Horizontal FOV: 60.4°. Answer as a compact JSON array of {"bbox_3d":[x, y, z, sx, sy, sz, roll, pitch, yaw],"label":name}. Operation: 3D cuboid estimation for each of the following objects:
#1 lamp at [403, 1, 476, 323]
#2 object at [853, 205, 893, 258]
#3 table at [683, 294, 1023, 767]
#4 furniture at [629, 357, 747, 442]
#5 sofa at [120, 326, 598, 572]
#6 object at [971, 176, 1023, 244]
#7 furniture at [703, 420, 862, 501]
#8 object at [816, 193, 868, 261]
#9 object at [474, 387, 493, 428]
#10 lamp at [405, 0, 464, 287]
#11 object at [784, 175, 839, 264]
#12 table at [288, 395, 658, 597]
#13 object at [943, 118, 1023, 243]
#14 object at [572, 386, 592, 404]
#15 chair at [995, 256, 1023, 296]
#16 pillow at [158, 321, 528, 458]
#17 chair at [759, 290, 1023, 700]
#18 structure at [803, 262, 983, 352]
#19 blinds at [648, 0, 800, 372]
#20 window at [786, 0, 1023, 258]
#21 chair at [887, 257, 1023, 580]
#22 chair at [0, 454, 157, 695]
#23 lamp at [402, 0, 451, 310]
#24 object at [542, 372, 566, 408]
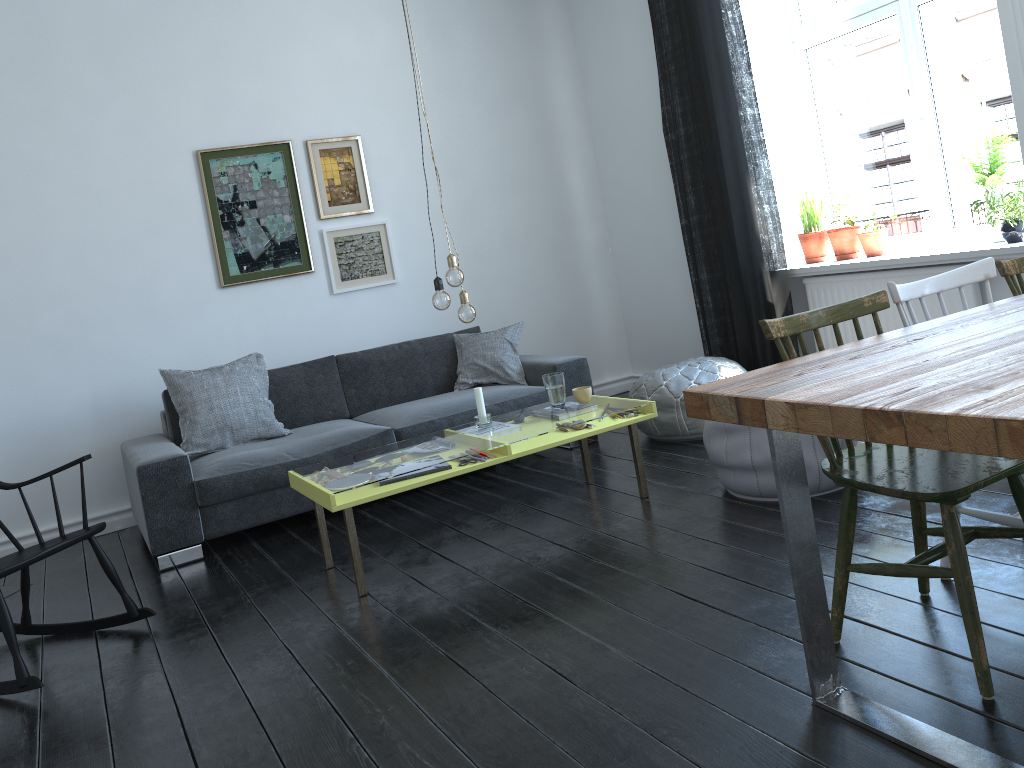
[{"bbox_3d":[-0.305,-0.981,3.563,0.074,1.492,0.089,-10,1,-3],"label":"lamp"},{"bbox_3d":[1.925,-0.817,4.677,0.193,0.277,0.179,-8,4,30],"label":"object"},{"bbox_3d":[1.651,0.146,2.087,2.249,0.713,1.016,-14,7,-27],"label":"table"},{"bbox_3d":[0.975,0.064,4.793,0.686,0.380,0.678,-13,7,-27],"label":"furniture"},{"bbox_3d":[-0.814,0.197,4.815,2.396,0.720,1.082,-14,7,-27],"label":"sofa"},{"bbox_3d":[2.232,-0.777,3.930,0.288,0.293,0.284,-12,5,-23],"label":"object"},{"bbox_3d":[1.104,0.218,3.580,0.617,0.418,0.612,-14,7,-33],"label":"furniture"},{"bbox_3d":[1.840,-0.876,4.864,0.236,0.368,0.258,-11,3,-15],"label":"object"},{"bbox_3d":[-0.133,0.096,3.772,0.074,0.173,0.075,-10,2,8],"label":"object"},{"bbox_3d":[-0.352,-1.124,3.522,0.074,1.492,0.075,-10,1,20],"label":"lamp"},{"bbox_3d":[1.738,-0.949,5.049,0.338,0.497,0.298,-13,4,-44],"label":"object"},{"bbox_3d":[-0.118,0.408,3.599,1.415,0.398,0.599,-14,7,-27],"label":"table"},{"bbox_3d":[2.237,-0.940,4.115,0.326,0.564,0.398,-9,4,27],"label":"object"},{"bbox_3d":[0.315,0.052,3.917,0.087,0.066,0.087,-10,5,1],"label":"object"},{"bbox_3d":[1.805,-0.006,2.596,0.472,0.825,0.483,-11,3,-29],"label":"chair"},{"bbox_3d":[-0.847,-0.055,4.936,2.072,0.490,0.477,-13,5,-23],"label":"pillow"},{"bbox_3d":[0.968,0.205,2.126,0.472,0.824,0.483,-11,3,-29],"label":"chair"},{"bbox_3d":[1.932,-0.262,4.434,0.074,0.625,1.062,-11,6,-27],"label":"structure"},{"bbox_3d":[1.152,-1.349,5.124,0.113,2.964,0.799,-11,2,-28],"label":"blinds"},{"bbox_3d":[2.077,-1.697,4.569,0.108,1.979,1.563,-11,4,-27],"label":"window"},{"bbox_3d":[1.369,0.091,2.382,0.471,0.839,0.507,-11,3,-27],"label":"chair"},{"bbox_3d":[-1.870,0.482,3.071,0.900,1.002,0.619,-9,3,18],"label":"chair"},{"bbox_3d":[-0.399,-1.030,3.503,0.086,1.492,0.075,-9,1,24],"label":"lamp"},{"bbox_3d":[0.195,0.028,3.944,0.097,0.145,0.099,-9,3,24],"label":"object"}]
